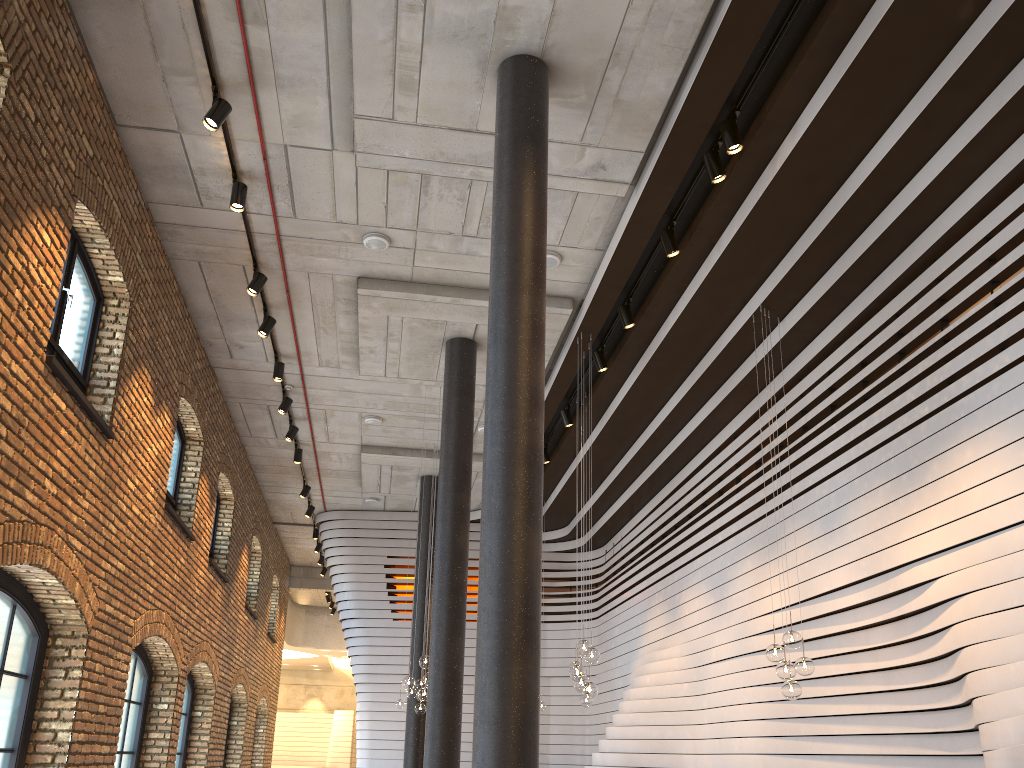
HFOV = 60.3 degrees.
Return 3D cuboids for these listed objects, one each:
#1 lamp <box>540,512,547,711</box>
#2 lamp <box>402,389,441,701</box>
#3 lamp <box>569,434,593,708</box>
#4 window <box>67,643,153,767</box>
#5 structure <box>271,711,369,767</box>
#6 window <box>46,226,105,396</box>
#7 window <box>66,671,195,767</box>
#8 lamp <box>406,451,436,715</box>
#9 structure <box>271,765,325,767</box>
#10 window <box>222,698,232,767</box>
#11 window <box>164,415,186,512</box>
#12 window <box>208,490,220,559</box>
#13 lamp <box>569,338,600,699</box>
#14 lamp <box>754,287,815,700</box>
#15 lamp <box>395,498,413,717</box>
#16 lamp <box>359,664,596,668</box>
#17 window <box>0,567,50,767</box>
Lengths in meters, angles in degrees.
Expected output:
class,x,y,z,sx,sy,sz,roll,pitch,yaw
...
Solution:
class,x,y,z,sx,sy,sz,roll,pitch,yaw
lamp,0.410,3.771,16.116,0.547,4.522,0.301,-4,-19,17
lamp,-1.020,1.683,11.340,0.545,4.522,0.302,9,-20,-22
lamp,0.915,1.839,11.570,0.293,4.522,0.562,6,-19,-12
window,-4.383,4.009,9.593,0.130,2.452,2.438,4,-21,-8
structure,-7.405,14.118,33.833,4.529,2.773,6.023,5,-23,-7
window,-3.614,-0.556,7.036,0.125,1.403,1.626,4,-21,-8
window,-7.869,6.896,16.579,2.205,2.448,13.191,17,-27,-35
lamp,-1.272,2.783,13.789,0.280,4.477,0.552,-15,-24,40
structure,-6.874,14.125,31.396,2.564,0.869,7.720,14,-26,-27
window,-5.431,6.712,15.978,0.130,2.452,2.438,4,-21,-8
window,-4.202,0.961,10.618,0.125,1.403,1.626,4,-21,-8
window,-4.643,2.098,13.305,0.125,1.403,1.626,4,-21,-8
lamp,0.788,1.039,9.733,0.309,4.586,0.684,1,-18,0
lamp,2.447,0.571,8.321,0.340,4.560,0.539,-15,-25,41
lamp,-1.826,3.874,16.514,0.280,4.477,0.552,-13,-24,38
lamp,2.256,-1.927,2.253,9.027,4.466,43.413,5,-23,-7
window,-3.795,2.492,6.011,0.130,2.452,2.438,4,-21,-8
